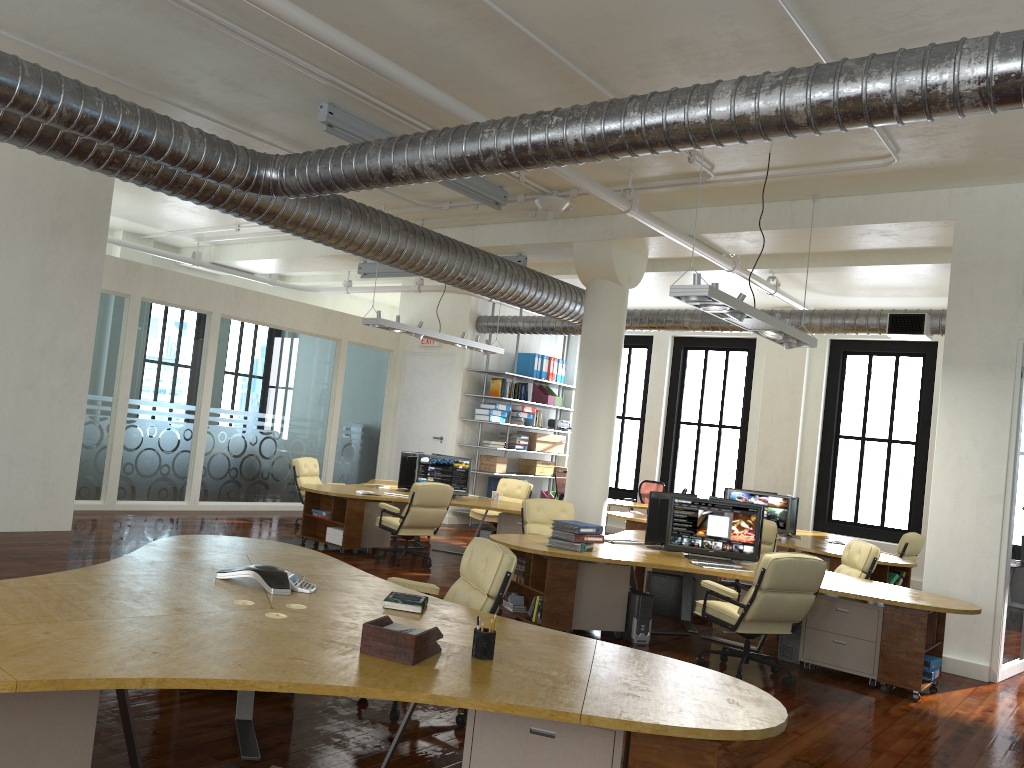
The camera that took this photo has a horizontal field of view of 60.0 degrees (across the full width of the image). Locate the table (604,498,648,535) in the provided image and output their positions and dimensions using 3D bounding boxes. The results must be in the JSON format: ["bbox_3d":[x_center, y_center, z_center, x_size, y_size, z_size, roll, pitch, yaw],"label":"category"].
[{"bbox_3d":[1.713,2.414,15.454,1.376,0.744,1.592,8,-4,-27],"label":"table"}]

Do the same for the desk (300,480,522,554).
[{"bbox_3d":[-1.275,1.901,12.625,3.750,0.733,3.641,7,-3,-14],"label":"desk"}]

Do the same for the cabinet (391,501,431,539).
[{"bbox_3d":[-1.633,1.941,13.656,0.850,0.708,0.927,7,-3,-15],"label":"cabinet"}]

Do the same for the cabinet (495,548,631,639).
[{"bbox_3d":[0.462,1.834,7.952,0.835,0.708,0.943,8,-3,-23],"label":"cabinet"}]

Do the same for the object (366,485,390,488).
[{"bbox_3d":[-1.908,1.445,12.533,0.243,0.016,0.447,6,-4,15],"label":"object"}]

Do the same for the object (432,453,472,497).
[{"bbox_3d":[-0.877,1.290,12.501,0.263,0.552,0.888,8,-4,-43],"label":"object"}]

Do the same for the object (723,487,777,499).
[{"bbox_3d":[3.350,1.776,12.548,0.786,0.552,0.299,7,-3,-8],"label":"object"}]

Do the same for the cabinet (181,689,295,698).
[{"bbox_3d":[-1.684,1.439,5.482,0.845,0.708,0.933,7,-3,-17],"label":"cabinet"}]

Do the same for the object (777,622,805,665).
[{"bbox_3d":[2.523,2.210,7.803,0.198,0.411,0.434,4,-3,37],"label":"object"}]

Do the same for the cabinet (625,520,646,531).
[{"bbox_3d":[2.048,2.293,12.522,0.936,0.708,0.842,6,-3,13],"label":"cabinet"}]

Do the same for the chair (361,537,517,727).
[{"bbox_3d":[-0.466,1.406,5.254,0.756,1.020,0.742,7,-3,-12],"label":"chair"}]

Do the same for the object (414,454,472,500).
[{"bbox_3d":[-0.925,1.251,11.934,0.761,0.552,0.308,7,-3,-19],"label":"object"}]

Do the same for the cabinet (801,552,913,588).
[{"bbox_3d":[4.042,2.406,10.645,0.843,0.708,0.934,7,-3,-18],"label":"cabinet"}]

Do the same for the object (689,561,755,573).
[{"bbox_3d":[1.802,1.571,7.624,0.463,0.016,0.236,7,-3,-9],"label":"object"}]

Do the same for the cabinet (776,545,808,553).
[{"bbox_3d":[4.375,2.587,12.987,0.974,0.708,0.803,4,-4,43],"label":"cabinet"}]

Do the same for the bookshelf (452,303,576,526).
[{"bbox_3d":[0.369,0.570,16.858,0.723,4.598,3.262,4,-3,37],"label":"bookshelf"}]

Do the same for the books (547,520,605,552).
[{"bbox_3d":[0.525,1.330,7.791,0.416,0.226,0.455,9,-4,-41],"label":"books"}]

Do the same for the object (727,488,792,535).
[{"bbox_3d":[3.308,1.735,11.953,0.885,0.552,0.264,4,-3,34],"label":"object"}]

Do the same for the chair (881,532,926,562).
[{"bbox_3d":[4.892,2.407,11.665,0.859,1.020,0.647,4,-3,42],"label":"chair"}]

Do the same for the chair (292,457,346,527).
[{"bbox_3d":[-2.777,1.603,12.851,0.841,1.020,0.663,5,-3,23],"label":"chair"}]

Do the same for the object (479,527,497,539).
[{"bbox_3d":[-0.316,2.123,11.713,0.191,0.411,0.451,6,-3,14],"label":"object"}]

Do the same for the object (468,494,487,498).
[{"bbox_3d":[-0.594,1.616,12.876,0.524,0.016,0.207,3,-5,42],"label":"object"}]

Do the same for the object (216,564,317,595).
[{"bbox_3d":[-1.255,1.004,4.674,0.567,0.093,0.393,4,-4,33],"label":"object"}]

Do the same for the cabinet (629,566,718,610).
[{"bbox_3d":[1.818,2.097,9.730,0.918,0.708,0.860,6,-3,8],"label":"cabinet"}]

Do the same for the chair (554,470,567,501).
[{"bbox_3d":[1.106,2.177,16.096,0.837,1.157,0.655,4,-3,41],"label":"chair"}]

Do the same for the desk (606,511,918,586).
[{"bbox_3d":[3.726,2.453,12.310,4.278,0.733,3.165,3,-5,43],"label":"desk"}]

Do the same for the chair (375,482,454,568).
[{"bbox_3d":[-1.207,1.651,10.682,0.648,1.020,0.857,9,-4,-43],"label":"chair"}]

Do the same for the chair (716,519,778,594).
[{"bbox_3d":[2.845,2.135,11.023,0.742,1.020,0.755,6,-3,7],"label":"chair"}]

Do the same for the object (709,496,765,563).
[{"bbox_3d":[2.120,1.389,8.481,0.275,0.552,0.852,7,-3,-21],"label":"object"}]

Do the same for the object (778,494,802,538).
[{"bbox_3d":[3.825,1.806,12.143,0.304,0.552,0.772,6,-3,9],"label":"object"}]

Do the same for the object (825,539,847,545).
[{"bbox_3d":[4.361,2.124,11.919,0.243,0.016,0.447,6,-4,15],"label":"object"}]

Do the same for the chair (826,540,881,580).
[{"bbox_3d":[3.153,2.042,8.920,0.809,1.020,0.693,6,-3,8],"label":"chair"}]

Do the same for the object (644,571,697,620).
[{"bbox_3d":[1.637,2.196,9.234,0.499,0.411,0.173,6,-2,11],"label":"object"}]

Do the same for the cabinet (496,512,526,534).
[{"bbox_3d":[0.290,2.042,11.708,0.943,0.708,0.835,6,-3,15],"label":"cabinet"}]

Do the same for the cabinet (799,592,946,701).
[{"bbox_3d":[2.976,2.084,7.344,0.978,0.708,0.800,4,-4,38],"label":"cabinet"}]

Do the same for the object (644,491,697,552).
[{"bbox_3d":[1.548,1.333,8.633,0.731,0.552,0.320,9,-4,-42],"label":"object"}]

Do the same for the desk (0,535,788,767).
[{"bbox_3d":[-0.751,1.433,3.943,3.702,0.733,3.682,6,-4,14],"label":"desk"}]

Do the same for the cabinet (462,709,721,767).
[{"bbox_3d":[0.293,1.550,3.587,0.938,0.708,0.840,6,-3,13],"label":"cabinet"}]

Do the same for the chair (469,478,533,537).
[{"bbox_3d":[-0.195,1.929,13.354,0.706,1.020,0.788,9,-4,-43],"label":"chair"}]

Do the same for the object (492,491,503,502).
[{"bbox_3d":[-0.213,1.575,12.413,0.138,0.131,0.112,7,-3,-10],"label":"object"}]

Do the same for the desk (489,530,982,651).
[{"bbox_3d":[1.766,2.011,8.721,4.041,0.733,3.378,6,-3,9],"label":"desk"}]

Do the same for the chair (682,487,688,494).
[{"bbox_3d":[-1.110,1.884,15.439,8.199,1.157,0.911,6,-3,11],"label":"chair"}]

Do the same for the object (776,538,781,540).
[{"bbox_3d":[3.168,1.957,11.412,0.207,0.016,0.523,10,-5,-43],"label":"object"}]

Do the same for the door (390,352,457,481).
[{"bbox_3d":[-1.664,0.928,16.268,1.362,3.027,0.087,4,-3,38],"label":"door"}]

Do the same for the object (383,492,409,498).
[{"bbox_3d":[-1.406,1.429,11.324,0.487,0.016,0.224,6,-3,6],"label":"object"}]

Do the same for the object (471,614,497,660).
[{"bbox_3d":[-0.112,1.028,3.626,0.080,0.185,0.097,8,-3,-44],"label":"object"}]

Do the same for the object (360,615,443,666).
[{"bbox_3d":[-0.437,1.018,3.559,0.244,0.116,0.287,5,-4,22],"label":"object"}]

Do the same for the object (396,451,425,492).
[{"bbox_3d":[-1.413,1.224,12.410,0.313,0.552,0.750,5,-3,20],"label":"object"}]

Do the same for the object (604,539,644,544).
[{"bbox_3d":[1.084,1.560,8.807,0.433,0.016,0.251,9,-4,-36],"label":"object"}]

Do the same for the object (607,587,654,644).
[{"bbox_3d":[1.031,2.047,7.925,0.168,0.411,0.512,7,-3,-26],"label":"object"}]

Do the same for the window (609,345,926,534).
[{"bbox_3d":[0.162,0.444,0.916,77.983,14.066,43.518,5,-4,22],"label":"window"}]

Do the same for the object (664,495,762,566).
[{"bbox_3d":[1.823,1.328,8.036,0.828,0.552,0.284,6,-2,7],"label":"object"}]

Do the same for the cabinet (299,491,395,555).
[{"bbox_3d":[-2.077,1.750,11.352,0.974,0.708,0.803,3,-4,45],"label":"cabinet"}]

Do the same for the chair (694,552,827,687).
[{"bbox_3d":[1.920,1.785,6.998,0.663,1.020,0.841,8,-3,-28],"label":"chair"}]

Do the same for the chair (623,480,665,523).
[{"bbox_3d":[2.379,2.320,16.046,0.687,1.157,0.797,9,-3,-44],"label":"chair"}]

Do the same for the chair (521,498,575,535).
[{"bbox_3d":[0.497,1.773,9.484,0.672,1.020,0.832,7,-3,-23],"label":"chair"}]

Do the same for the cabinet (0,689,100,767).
[{"bbox_3d":[-2.044,1.256,3.150,0.974,0.708,0.803,4,-4,43],"label":"cabinet"}]
